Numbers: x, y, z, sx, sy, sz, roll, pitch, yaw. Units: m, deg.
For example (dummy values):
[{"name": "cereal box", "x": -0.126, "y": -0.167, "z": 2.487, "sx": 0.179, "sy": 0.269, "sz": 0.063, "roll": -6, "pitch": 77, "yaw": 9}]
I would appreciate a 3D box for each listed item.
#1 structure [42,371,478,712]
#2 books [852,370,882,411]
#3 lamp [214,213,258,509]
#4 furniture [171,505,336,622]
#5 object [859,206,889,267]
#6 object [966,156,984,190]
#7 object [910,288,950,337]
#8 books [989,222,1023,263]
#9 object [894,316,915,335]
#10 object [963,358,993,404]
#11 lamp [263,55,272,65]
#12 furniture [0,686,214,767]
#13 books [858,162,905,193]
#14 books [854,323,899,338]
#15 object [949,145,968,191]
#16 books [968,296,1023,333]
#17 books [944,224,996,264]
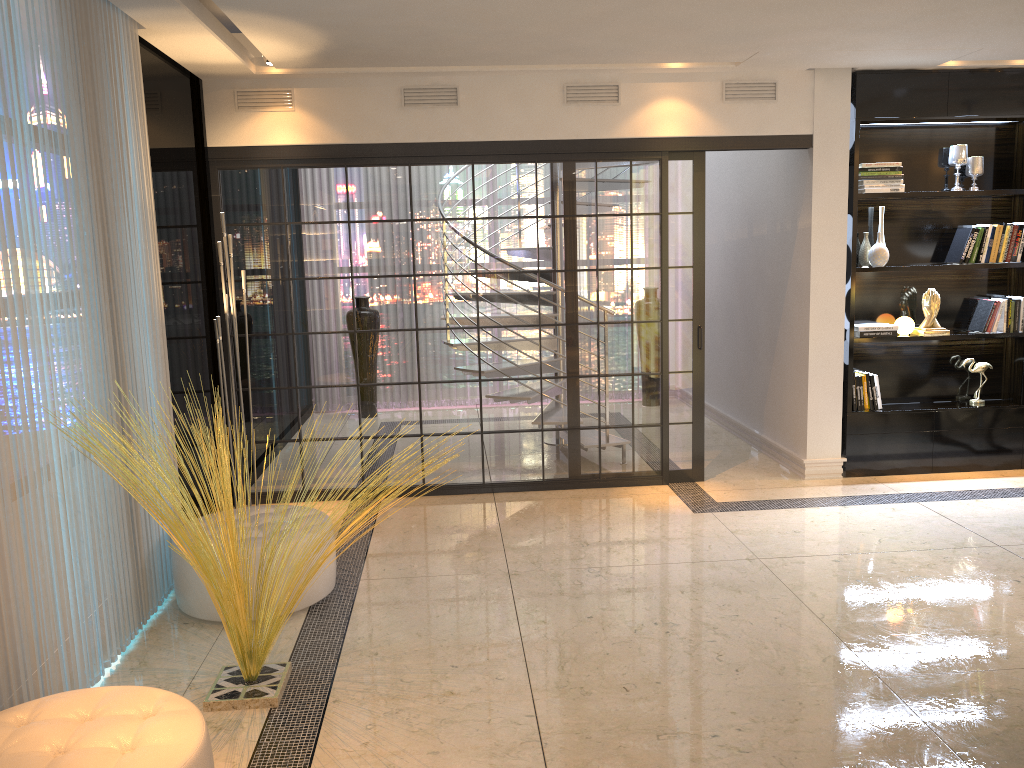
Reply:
[{"name": "structure", "x": -0.823, "y": 0.554, "z": 3.177, "sx": 1.275, "sy": 1.142, "sz": 1.282, "roll": 6, "pitch": 12, "yaw": 42}, {"name": "books", "x": 2.355, "y": 0.034, "z": 5.988, "sx": 0.236, "sy": 0.270, "sz": 0.210, "roll": -2, "pitch": 9, "yaw": -4}, {"name": "lamp", "x": -1.520, "y": -0.007, "z": 4.826, "sx": 0.200, "sy": 1.801, "sz": 0.418, "roll": -2, "pitch": 9, "yaw": -4}, {"name": "furniture", "x": -1.198, "y": 0.815, "z": 4.147, "sx": 0.735, "sy": 0.357, "sz": 0.735, "roll": -7, "pitch": 10, "yaw": -32}, {"name": "object", "x": 2.398, "y": -0.967, "z": 5.817, "sx": 0.180, "sy": 0.395, "sz": 0.210, "roll": -2, "pitch": 9, "yaw": -1}, {"name": "object", "x": 3.060, "y": -1.386, "z": 5.868, "sx": 0.104, "sy": 0.224, "sz": 0.104, "roll": -2, "pitch": 9, "yaw": -2}, {"name": "object", "x": 2.789, "y": -0.482, "z": 5.908, "sx": 0.177, "sy": 0.311, "sz": 0.177, "roll": -2, "pitch": 9, "yaw": -4}, {"name": "books", "x": 3.263, "y": -0.942, "z": 5.924, "sx": 0.252, "sy": 0.261, "sz": 0.212, "roll": -2, "pitch": 9, "yaw": -4}, {"name": "object", "x": 2.624, "y": -0.390, "z": 5.930, "sx": 0.125, "sy": 0.125, "sz": 0.125, "roll": 4, "pitch": 10, "yaw": 35}, {"name": "object", "x": 3.186, "y": -0.025, "z": 6.070, "sx": 0.193, "sy": 0.310, "sz": 0.092, "roll": 1, "pitch": 9, "yaw": 20}, {"name": "lamp", "x": -1.377, "y": -1.896, "z": 5.088, "sx": 0.107, "sy": 0.127, "sz": 0.107, "roll": -5, "pitch": 9, "yaw": -22}, {"name": "furniture", "x": -1.154, "y": 1.093, "z": 2.292, "sx": 0.735, "sy": 0.357, "sz": 0.735, "roll": -2, "pitch": 9, "yaw": -2}, {"name": "books", "x": 2.375, "y": -1.337, "z": 5.781, "sx": 0.302, "sy": 0.188, "sz": 0.259, "roll": -1, "pitch": 9, "yaw": 3}, {"name": "books", "x": 2.411, "y": -0.358, "z": 5.937, "sx": 0.266, "sy": 0.073, "sz": 0.209, "roll": -2, "pitch": 9, "yaw": -1}, {"name": "object", "x": 2.946, "y": -1.421, "z": 5.861, "sx": 0.111, "sy": 0.301, "sz": 0.111, "roll": -3, "pitch": 9, "yaw": -8}, {"name": "books", "x": 3.265, "y": -0.470, "z": 5.992, "sx": 0.284, "sy": 0.232, "sz": 0.182, "roll": -2, "pitch": 9, "yaw": -1}, {"name": "books", "x": 3.055, "y": -0.931, "z": 5.910, "sx": 0.245, "sy": 0.256, "sz": 0.207, "roll": -2, "pitch": 9, "yaw": -5}]
